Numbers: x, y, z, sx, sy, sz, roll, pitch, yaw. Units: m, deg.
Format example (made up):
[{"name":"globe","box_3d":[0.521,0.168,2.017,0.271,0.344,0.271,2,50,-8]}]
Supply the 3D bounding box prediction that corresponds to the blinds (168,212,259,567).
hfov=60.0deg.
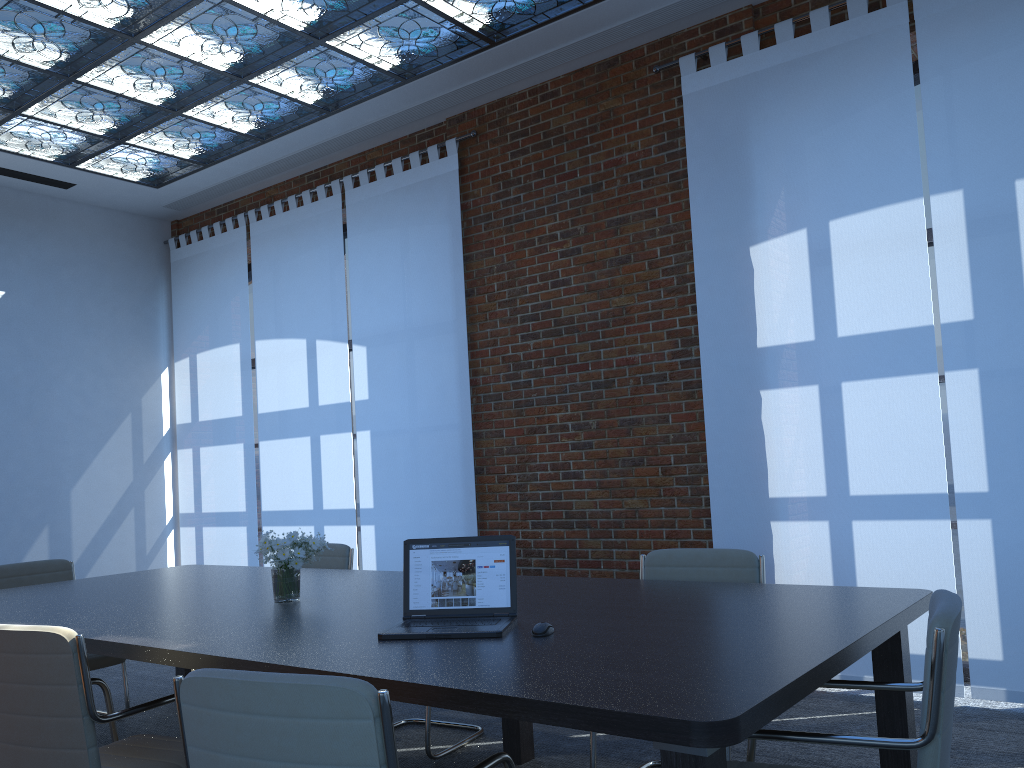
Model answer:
[{"name":"blinds","box_3d":[-2.816,0.362,8.350,1.221,3.748,0.039,-6,-4,37]}]

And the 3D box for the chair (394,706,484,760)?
[{"name":"chair","box_3d":[-0.479,1.304,4.417,0.561,0.920,0.707,-5,-5,30]}]

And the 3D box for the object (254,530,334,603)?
[{"name":"object","box_3d":[-0.949,0.761,3.755,0.329,0.309,0.337,1,-6,-42]}]

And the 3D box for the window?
[{"name":"window","box_3d":[0.869,0.063,6.265,9.641,3.599,0.160,-7,-5,37]}]

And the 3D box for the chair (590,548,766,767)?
[{"name":"chair","box_3d":[0.676,1.155,3.548,0.561,0.920,0.707,-6,-5,32]}]

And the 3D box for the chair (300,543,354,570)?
[{"name":"chair","box_3d":[-1.328,1.426,5.182,0.561,0.920,0.707,-7,-5,40]}]

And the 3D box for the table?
[{"name":"table","box_3d":[-0.830,1.311,3.701,4.513,0.808,1.811,-7,-7,37]}]

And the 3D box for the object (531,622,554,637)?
[{"name":"object","box_3d":[0.091,0.737,2.668,0.059,0.034,0.101,-5,-6,17]}]

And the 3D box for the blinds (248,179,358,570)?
[{"name":"blinds","box_3d":[-1.799,0.231,7.585,1.221,3.748,0.039,-6,-4,37]}]

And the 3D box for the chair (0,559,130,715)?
[{"name":"chair","box_3d":[-2.605,1.483,5.046,0.708,0.920,0.560,-6,-5,37]}]

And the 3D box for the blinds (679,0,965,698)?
[{"name":"blinds","box_3d":[1.665,-0.214,4.979,1.317,3.748,0.039,-6,-4,37]}]

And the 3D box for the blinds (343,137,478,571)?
[{"name":"blinds","box_3d":[-0.790,0.101,6.826,1.221,3.748,0.039,-6,-4,37]}]

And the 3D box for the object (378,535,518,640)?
[{"name":"object","box_3d":[-0.200,0.646,2.844,0.390,0.282,0.323,-4,-5,10]}]

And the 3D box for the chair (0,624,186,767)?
[{"name":"chair","box_3d":[-1.348,1.210,2.951,0.561,0.920,0.707,-5,-5,25]}]

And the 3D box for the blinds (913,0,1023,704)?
[{"name":"blinds","box_3d":[2.734,-0.352,4.175,1.321,3.748,0.039,-6,-4,37]}]

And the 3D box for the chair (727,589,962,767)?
[{"name":"chair","box_3d":[0.836,1.030,2.349,0.707,0.921,0.561,-5,-4,26]}]

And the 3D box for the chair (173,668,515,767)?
[{"name":"chair","box_3d":[-0.333,1.067,2.068,0.561,0.920,0.707,-5,-5,25]}]
